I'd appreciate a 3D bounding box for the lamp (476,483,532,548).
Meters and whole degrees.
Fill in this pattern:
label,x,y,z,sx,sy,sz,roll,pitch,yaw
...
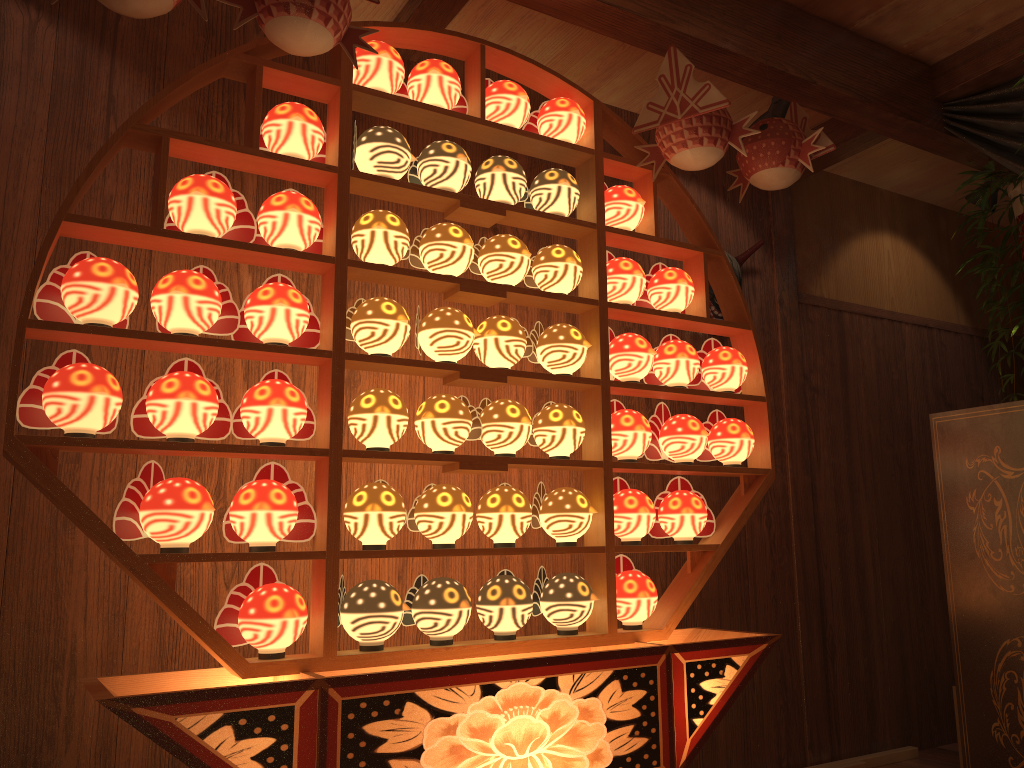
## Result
label,x,y,z,sx,sy,sz,roll,pitch,yaw
lamp,-0.020,0.323,2.199,0.139,0.167,0.157,-1,-11,-1

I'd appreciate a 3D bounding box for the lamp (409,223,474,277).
label,x,y,z,sx,sy,sz,roll,pitch,yaw
lamp,-0.159,-0.337,2.238,0.152,0.161,0.144,-10,-14,38

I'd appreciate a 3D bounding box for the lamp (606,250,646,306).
label,x,y,z,sx,sy,sz,roll,pitch,yaw
lamp,0.319,-0.310,2.532,0.206,0.200,0.152,6,-13,-31

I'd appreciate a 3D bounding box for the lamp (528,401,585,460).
label,x,y,z,sx,sy,sz,roll,pitch,yaw
lamp,0.126,0.117,2.328,0.142,0.173,0.154,2,-11,-15

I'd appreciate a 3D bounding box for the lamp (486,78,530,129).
label,x,y,z,sx,sy,sz,roll,pitch,yaw
lamp,-0.014,-0.774,2.414,0.207,0.200,0.152,8,-14,-40

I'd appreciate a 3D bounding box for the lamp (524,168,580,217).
label,x,y,z,sx,sy,sz,roll,pitch,yaw
lamp,0.121,-0.532,2.452,0.142,0.173,0.154,2,-11,-15

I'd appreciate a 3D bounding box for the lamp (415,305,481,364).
label,x,y,z,sx,sy,sz,roll,pitch,yaw
lamp,-0.155,-0.119,2.204,0.157,0.161,0.139,-1,-11,-1

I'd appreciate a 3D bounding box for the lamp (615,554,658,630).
label,x,y,z,sx,sy,sz,roll,pitch,yaw
lamp,0.323,0.556,2.369,0.198,0.197,0.154,2,-11,-16

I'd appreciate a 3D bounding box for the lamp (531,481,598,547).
label,x,y,z,sx,sy,sz,roll,pitch,yaw
lamp,0.148,0.336,2.300,0.153,0.173,0.143,-6,-12,24

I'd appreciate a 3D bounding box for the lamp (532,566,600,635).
label,x,y,z,sx,sy,sz,roll,pitch,yaw
lamp,0.149,0.552,2.261,0.153,0.173,0.143,-6,-12,24

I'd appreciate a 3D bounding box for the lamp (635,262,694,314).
label,x,y,z,sx,sy,sz,roll,pitch,yaw
lamp,0.475,-0.293,2.628,0.193,0.195,0.154,2,-11,-16

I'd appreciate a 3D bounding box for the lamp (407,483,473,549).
label,x,y,z,sx,sy,sz,roll,pitch,yaw
lamp,-0.159,0.312,2.109,0.143,0.161,0.152,6,-13,-30

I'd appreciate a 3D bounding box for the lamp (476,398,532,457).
label,x,y,z,sx,sy,sz,roll,pitch,yaw
lamp,-0.012,0.107,2.243,0.151,0.167,0.144,-11,-15,43

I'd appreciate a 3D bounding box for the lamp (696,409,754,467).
label,x,y,z,sx,sy,sz,roll,pitch,yaw
lamp,0.662,0.159,2.656,0.187,0.192,0.153,3,-12,-21

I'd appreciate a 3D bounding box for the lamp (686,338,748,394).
label,x,y,z,sx,sy,sz,roll,pitch,yaw
lamp,0.650,-0.062,2.693,0.204,0.200,0.154,2,-11,-16

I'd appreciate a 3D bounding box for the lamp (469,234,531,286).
label,x,y,z,sx,sy,sz,roll,pitch,yaw
lamp,-0.014,-0.326,2.327,0.152,0.167,0.144,-10,-14,38

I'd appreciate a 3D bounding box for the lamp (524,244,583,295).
label,x,y,z,sx,sy,sz,roll,pitch,yaw
lamp,0.127,-0.315,2.412,0.143,0.173,0.152,4,-12,-25

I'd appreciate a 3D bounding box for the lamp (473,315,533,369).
label,x,y,z,sx,sy,sz,roll,pitch,yaw
lamp,-0.035,-0.109,2.284,0.136,0.167,0.161,-6,-12,24

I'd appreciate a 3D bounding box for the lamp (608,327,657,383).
label,x,y,z,sx,sy,sz,roll,pitch,yaw
lamp,0.340,-0.085,2.503,0.152,0.187,0.195,-9,-14,38

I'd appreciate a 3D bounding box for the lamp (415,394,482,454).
label,x,y,z,sx,sy,sz,roll,pitch,yaw
lamp,-0.173,0.096,2.153,0.135,0.161,0.162,-8,-13,34

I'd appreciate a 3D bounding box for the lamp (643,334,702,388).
label,x,y,z,sx,sy,sz,roll,pitch,yaw
lamp,0.482,-0.073,2.592,0.181,0.191,0.157,-1,-11,-1

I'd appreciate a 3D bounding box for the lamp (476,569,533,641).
label,x,y,z,sx,sy,sz,roll,pitch,yaw
lamp,-0.018,0.538,2.158,0.139,0.167,0.157,-1,-11,-1

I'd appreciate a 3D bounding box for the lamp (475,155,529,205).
label,x,y,z,sx,sy,sz,roll,pitch,yaw
lamp,-0.032,-0.542,2.364,0.138,0.167,0.158,-3,-11,9

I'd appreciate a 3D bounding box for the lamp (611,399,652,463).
label,x,y,z,sx,sy,sz,roll,pitch,yaw
lamp,0.321,0.125,2.448,0.194,0.195,0.153,3,-12,-21

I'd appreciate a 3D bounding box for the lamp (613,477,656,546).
label,x,y,z,sx,sy,sz,roll,pitch,yaw
lamp,0.326,0.342,2.408,0.190,0.193,0.153,3,-12,-21

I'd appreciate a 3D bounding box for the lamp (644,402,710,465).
label,x,y,z,sx,sy,sz,roll,pitch,yaw
lamp,0.502,0.140,2.560,0.152,0.200,0.207,-11,-15,43

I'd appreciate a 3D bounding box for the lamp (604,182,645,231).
label,x,y,z,sx,sy,sz,roll,pitch,yaw
lamp,0.322,-0.526,2.577,0.152,0.200,0.207,-11,-15,43

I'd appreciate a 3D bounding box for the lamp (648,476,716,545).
label,x,y,z,sx,sy,sz,roll,pitch,yaw
lamp,0.484,0.355,2.507,0.199,0.200,0.158,-2,-11,3

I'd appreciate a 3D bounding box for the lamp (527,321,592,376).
label,x,y,z,sx,sy,sz,roll,pitch,yaw
lamp,0.142,-0.097,2.383,0.152,0.173,0.143,-7,-12,28

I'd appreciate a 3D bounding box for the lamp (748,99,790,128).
label,x,y,z,sx,sy,sz,roll,pitch,yaw
lamp,0.906,-0.924,3.108,0.137,0.177,0.172,1,-11,-11

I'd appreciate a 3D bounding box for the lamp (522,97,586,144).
label,x,y,z,sx,sy,sz,roll,pitch,yaw
lamp,0.144,-0.753,2.509,0.194,0.188,0.153,4,-12,-26

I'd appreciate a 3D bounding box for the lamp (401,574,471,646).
label,x,y,z,sx,sy,sz,roll,pitch,yaw
lamp,-0.158,0.527,2.069,0.152,0.161,0.144,-10,-14,38
